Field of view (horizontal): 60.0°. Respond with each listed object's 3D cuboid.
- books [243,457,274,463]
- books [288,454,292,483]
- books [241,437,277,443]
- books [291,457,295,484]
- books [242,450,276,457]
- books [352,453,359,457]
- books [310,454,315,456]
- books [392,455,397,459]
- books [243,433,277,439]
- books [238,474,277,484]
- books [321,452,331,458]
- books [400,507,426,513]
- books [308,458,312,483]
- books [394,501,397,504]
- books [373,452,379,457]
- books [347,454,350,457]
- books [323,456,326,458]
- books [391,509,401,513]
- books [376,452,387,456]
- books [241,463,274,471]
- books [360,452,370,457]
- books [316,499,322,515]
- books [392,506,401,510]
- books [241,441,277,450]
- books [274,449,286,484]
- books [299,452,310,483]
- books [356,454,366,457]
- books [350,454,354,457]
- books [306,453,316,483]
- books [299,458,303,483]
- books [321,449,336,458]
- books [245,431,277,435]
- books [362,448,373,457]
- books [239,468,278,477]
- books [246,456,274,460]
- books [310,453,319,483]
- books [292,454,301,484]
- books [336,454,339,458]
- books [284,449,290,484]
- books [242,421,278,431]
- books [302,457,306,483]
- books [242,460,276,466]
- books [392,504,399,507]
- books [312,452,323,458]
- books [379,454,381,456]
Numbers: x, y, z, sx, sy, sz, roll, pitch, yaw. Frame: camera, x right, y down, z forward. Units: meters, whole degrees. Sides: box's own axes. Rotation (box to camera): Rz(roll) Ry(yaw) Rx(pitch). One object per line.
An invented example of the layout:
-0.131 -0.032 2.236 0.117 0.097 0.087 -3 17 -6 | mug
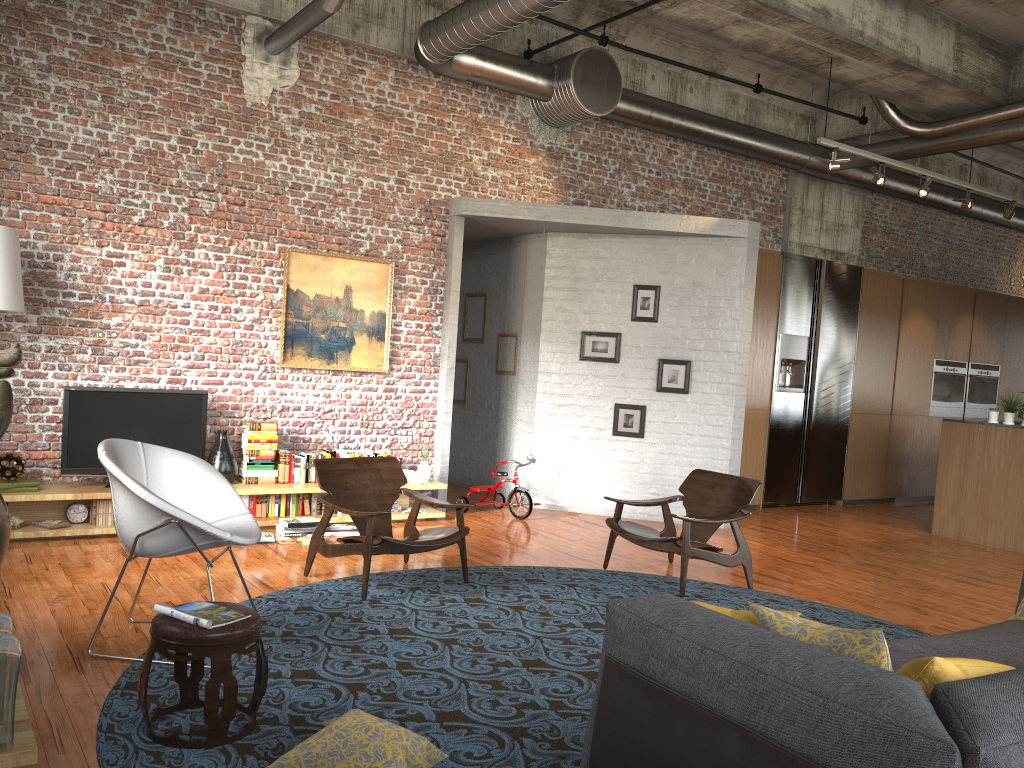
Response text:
-2.208 0.660 7.721 0.223 0.027 0.161 3 2 -34 | books
-1.994 0.746 7.862 0.026 0.251 0.159 2 4 -34 | books
-2.199 0.488 7.710 0.253 0.034 0.182 3 2 -34 | books
-1.969 0.761 7.870 0.026 0.224 0.161 2 4 -34 | books
-2.205 0.593 7.719 0.246 0.057 0.170 3 2 -34 | books
-1.490 0.776 8.244 0.057 0.247 0.170 2 4 -35 | books
-1.815 0.754 7.978 0.031 0.240 0.164 2 4 -34 | books
-1.162 0.799 8.478 0.037 0.231 0.168 2 4 -35 | books
-2.194 0.454 7.705 0.253 0.034 0.182 3 2 -34 | books
-2.226 0.828 7.744 0.284 0.066 0.197 3 2 -34 | books
-1.702 0.759 8.055 0.034 0.254 0.183 2 4 -34 | books
-0.937 1.193 8.398 0.230 0.023 0.168 3 2 -14 | books
-1.842 0.767 7.964 0.027 0.224 0.161 2 4 -34 | books
-1.165 1.105 8.276 0.154 0.019 0.108 3 2 -34 | books
-1.326 0.777 8.358 0.060 0.260 0.179 2 4 -35 | books
-1.555 0.769 8.201 0.034 0.254 0.182 2 4 -35 | books
-1.741 0.767 8.050 0.037 0.231 0.168 2 4 -34 | books
-1.169 1.177 8.279 0.214 0.026 0.148 3 2 -34 | books
-1.248 0.784 8.417 0.034 0.254 0.182 2 4 -35 | books
-2.221 0.721 7.728 0.240 0.045 0.174 3 2 -34 | books
-1.391 0.777 8.305 0.034 0.254 0.182 2 4 -35 | books
-1.749 1.068 7.934 0.043 0.187 0.142 2 3 -34 | books
-1.168 1.152 8.277 0.149 0.025 0.214 5 2 41 | books
-2.201 0.535 7.716 0.259 0.060 0.180 3 2 -34 | books
-2.051 0.723 7.812 0.044 0.291 0.176 2 4 -34 | books
-1.867 0.750 7.948 0.034 0.254 0.183 2 4 -34 | books
-1.429 0.782 8.292 0.045 0.240 0.174 2 4 -35 | books
-1.525 0.770 8.216 0.034 0.254 0.182 2 4 -35 | books
-1.815 0.757 7.979 0.032 0.247 0.171 2 4 -34 | books
-1.912 0.763 7.913 0.027 0.224 0.161 2 4 -34 | books
-1.686 0.746 8.121 0.066 0.285 0.197 2 4 -35 | books
-2.191 0.418 7.716 0.231 0.037 0.168 3 2 -34 | books
-1.366 0.760 8.331 0.036 0.291 0.176 2 4 -35 | books
-2.215 0.770 7.734 0.291 0.053 0.176 3 2 -34 | books
-2.205 0.635 7.716 0.223 0.026 0.161 3 2 -34 | books
-1.790 0.756 7.999 0.032 0.251 0.159 2 4 -34 | books
-1.939 0.754 7.888 0.045 0.240 0.174 2 4 -34 | books
-1.641 0.766 8.136 0.026 0.251 0.159 2 4 -35 | books
-2.026 0.727 7.850 0.040 0.285 0.197 2 4 -34 | books
-2.194 0.366 7.717 0.260 0.066 0.197 3 2 -34 | books
-1.885 0.765 7.920 0.026 0.224 0.161 2 4 -34 | books
-2.210 0.686 7.722 0.251 0.026 0.159 3 2 -34 | books
-1.170 1.127 8.276 0.192 0.024 0.131 3 2 -29 | books
-1.764 0.753 8.019 0.034 0.260 0.180 2 4 -34 | books
-1.289 0.783 8.379 0.026 0.251 0.159 2 4 -35 | books
